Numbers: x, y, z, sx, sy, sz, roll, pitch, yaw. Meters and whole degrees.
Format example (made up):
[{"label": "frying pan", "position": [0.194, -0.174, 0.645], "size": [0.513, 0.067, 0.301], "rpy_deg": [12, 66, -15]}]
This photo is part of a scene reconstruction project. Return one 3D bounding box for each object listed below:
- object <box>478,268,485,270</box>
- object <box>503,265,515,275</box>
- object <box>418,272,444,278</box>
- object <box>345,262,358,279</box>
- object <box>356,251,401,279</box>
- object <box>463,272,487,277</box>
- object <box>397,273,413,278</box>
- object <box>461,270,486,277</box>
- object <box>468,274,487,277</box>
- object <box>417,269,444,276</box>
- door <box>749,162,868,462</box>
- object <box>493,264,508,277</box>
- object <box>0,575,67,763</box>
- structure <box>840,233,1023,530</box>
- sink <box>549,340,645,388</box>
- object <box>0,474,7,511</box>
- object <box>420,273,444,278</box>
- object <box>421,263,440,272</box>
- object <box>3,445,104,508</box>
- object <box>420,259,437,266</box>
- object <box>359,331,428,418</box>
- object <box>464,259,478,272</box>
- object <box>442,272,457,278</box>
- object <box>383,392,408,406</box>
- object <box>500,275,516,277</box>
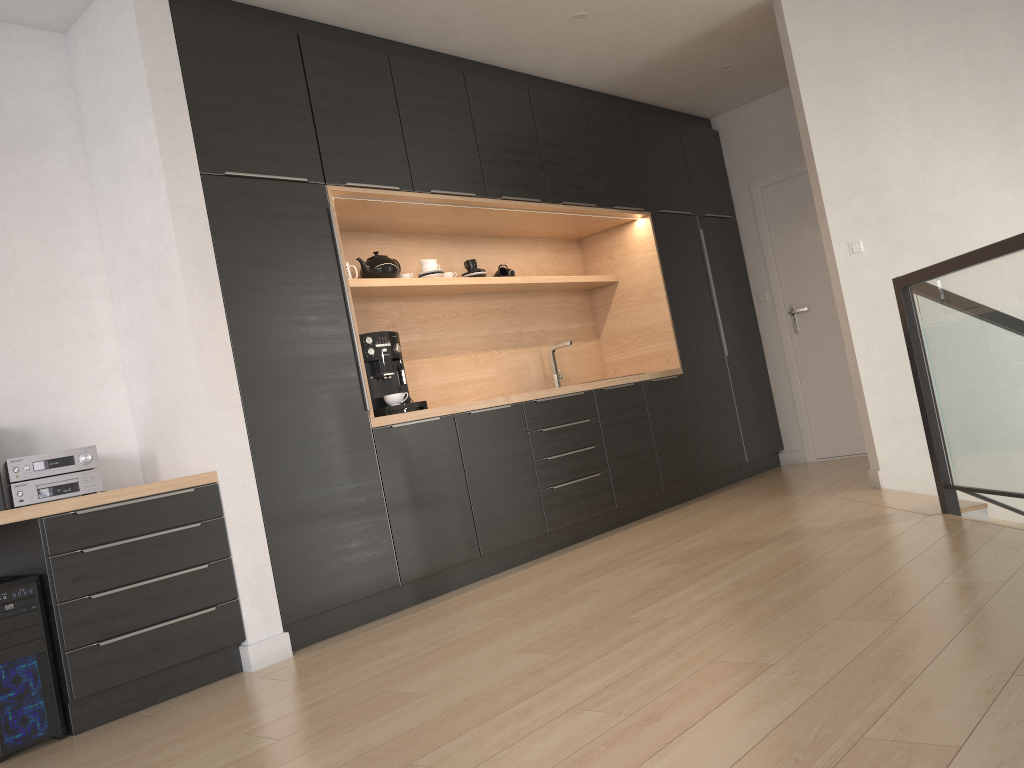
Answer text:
[{"label": "object", "position": [-0.202, -0.639, 5.291], "size": [0.066, 0.092, 0.084], "rpy_deg": [-9, -3, -42]}, {"label": "object", "position": [-0.029, -0.685, 5.399], "size": [0.066, 0.093, 0.100], "rpy_deg": [-9, -3, -38]}, {"label": "object", "position": [-0.442, -0.587, 4.867], "size": [0.145, 0.025, 0.145], "rpy_deg": [-12, -3, 28]}, {"label": "object", "position": [-0.913, -0.544, 4.388], "size": [0.112, 0.105, 0.297], "rpy_deg": [-13, -3, 44]}, {"label": "object", "position": [-0.694, -0.610, 4.650], "size": [0.240, 0.171, 0.213], "rpy_deg": [-11, -2, -12]}, {"label": "object", "position": [-0.215, -0.621, 5.146], "size": [0.145, 0.025, 0.145], "rpy_deg": [-9, -3, -35]}, {"label": "object", "position": [-0.582, -0.565, 4.845], "size": [0.099, 0.057, 0.095], "rpy_deg": [-11, -2, -1]}, {"label": "object", "position": [-0.221, -0.632, 5.146], "size": [0.145, 0.025, 0.145], "rpy_deg": [-9, -3, -35]}, {"label": "object", "position": [-0.216, -0.608, 5.145], "size": [0.145, 0.025, 0.145], "rpy_deg": [-9, -3, -35]}, {"label": "object", "position": [-0.445, -0.600, 4.864], "size": [0.145, 0.025, 0.145], "rpy_deg": [-12, -3, 28]}, {"label": "door", "position": [2.337, -0.547, 6.288], "size": [0.974, 2.136, 0.085], "rpy_deg": [-13, -3, 42]}, {"label": "object", "position": [-0.075, -0.672, 5.358], "size": [0.066, 0.093, 0.100], "rpy_deg": [-10, -3, -33]}, {"label": "object", "position": [-1.696, 0.918, 2.903], "size": [0.474, 0.527, 0.215], "rpy_deg": [-13, -3, 42]}, {"label": "structure", "position": [3.396, 1.370, 2.561], "size": [2.823, 4.339, 4.190], "rpy_deg": [-11, -2, -3]}, {"label": "sink", "position": [0.442, -0.023, 5.506], "size": [0.512, 0.518, 0.626], "rpy_deg": [-13, -3, 42]}, {"label": "object", "position": [-1.909, 0.291, 3.092], "size": [0.198, 0.354, 0.249], "rpy_deg": [-10, -3, -33]}, {"label": "object", "position": [-0.441, -0.576, 4.863], "size": [0.145, 0.025, 0.145], "rpy_deg": [-12, -3, 28]}, {"label": "object", "position": [-0.450, -0.624, 4.870], "size": [0.095, 0.057, 0.099], "rpy_deg": [-12, -2, 14]}, {"label": "object", "position": [-1.677, 0.343, 3.241], "size": [0.285, 0.174, 0.270], "rpy_deg": [-10, -3, -33]}, {"label": "object", "position": [-0.457, -0.657, 4.867], "size": [0.095, 0.075, 0.098], "rpy_deg": [-9, -3, -36]}, {"label": "object", "position": [-0.600, -0.034, 4.378], "size": [0.584, 0.398, 0.618], "rpy_deg": [-13, -3, 42]}, {"label": "object", "position": [-0.234, -0.673, 5.142], "size": [0.066, 0.092, 0.084], "rpy_deg": [-11, -2, 11]}, {"label": "object", "position": [-0.380, -0.604, 5.097], "size": [0.099, 0.057, 0.095], "rpy_deg": [-13, -3, 40]}, {"label": "object", "position": [-0.543, 0.077, 4.111], "size": [0.095, 0.057, 0.099], "rpy_deg": [-9, -3, -45]}, {"label": "object", "position": [-0.047, -0.632, 5.372], "size": [0.145, 0.025, 0.145], "rpy_deg": [-13, -3, 44]}]
